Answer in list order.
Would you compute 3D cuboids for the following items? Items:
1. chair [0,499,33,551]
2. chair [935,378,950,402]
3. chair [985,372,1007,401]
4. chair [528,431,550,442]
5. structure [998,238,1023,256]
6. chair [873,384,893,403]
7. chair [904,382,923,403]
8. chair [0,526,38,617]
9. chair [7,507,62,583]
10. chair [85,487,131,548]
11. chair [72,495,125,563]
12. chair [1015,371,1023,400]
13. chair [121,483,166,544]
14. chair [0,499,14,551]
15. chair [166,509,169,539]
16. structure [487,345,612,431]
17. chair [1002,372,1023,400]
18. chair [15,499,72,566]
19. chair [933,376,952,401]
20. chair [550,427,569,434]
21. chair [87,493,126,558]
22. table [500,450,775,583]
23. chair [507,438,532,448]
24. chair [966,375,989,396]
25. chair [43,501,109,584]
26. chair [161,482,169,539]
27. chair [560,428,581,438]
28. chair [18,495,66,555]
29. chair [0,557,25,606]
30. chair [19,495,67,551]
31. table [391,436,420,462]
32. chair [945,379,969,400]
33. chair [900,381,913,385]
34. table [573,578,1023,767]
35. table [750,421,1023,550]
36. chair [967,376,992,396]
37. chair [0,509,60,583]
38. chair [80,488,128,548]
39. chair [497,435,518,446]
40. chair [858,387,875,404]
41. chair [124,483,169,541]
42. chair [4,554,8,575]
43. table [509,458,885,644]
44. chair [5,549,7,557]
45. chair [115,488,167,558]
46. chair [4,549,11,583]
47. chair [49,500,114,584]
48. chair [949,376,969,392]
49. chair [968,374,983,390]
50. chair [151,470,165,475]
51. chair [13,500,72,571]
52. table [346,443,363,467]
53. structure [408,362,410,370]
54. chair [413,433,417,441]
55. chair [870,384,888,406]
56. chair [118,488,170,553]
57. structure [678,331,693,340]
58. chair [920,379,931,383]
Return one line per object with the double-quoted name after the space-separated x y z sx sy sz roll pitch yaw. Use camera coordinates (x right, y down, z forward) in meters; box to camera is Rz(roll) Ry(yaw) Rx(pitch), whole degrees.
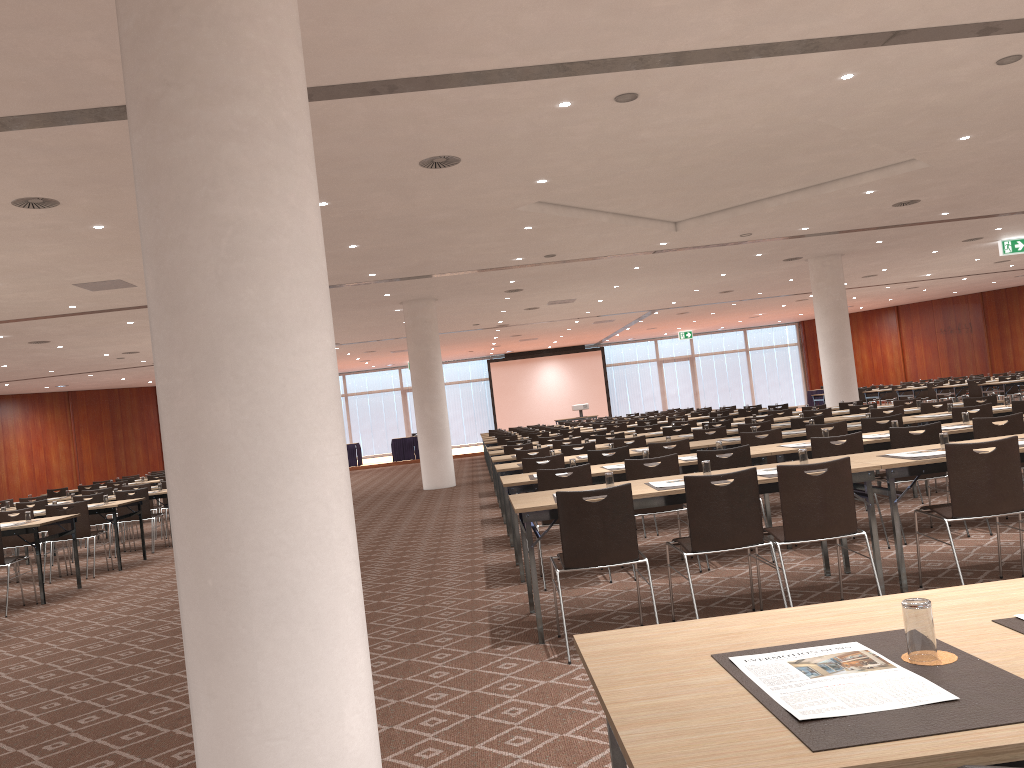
-8.460 2.399 14.816 0.535 0.939 0.614 -6 -1 -3 "chair"
13.189 0.313 27.357 0.535 0.939 0.614 -6 -1 -4 "chair"
13.934 0.164 25.391 0.535 0.939 0.614 -6 -1 -5 "chair"
0.607 1.485 18.793 0.535 0.939 0.614 -7 -1 -2 "chair"
11.255 -3.086 19.933 0.587 0.346 0.105 -6 -1 -3 "structure"
11.506 0.506 27.336 0.535 0.939 0.614 -7 -1 -1 "chair"
12.232 0.419 27.230 0.535 0.939 0.614 -6 -1 -4 "chair"
-5.219 1.836 8.892 0.535 0.939 0.614 -7 -1 -2 "chair"
-5.966 1.985 10.858 0.535 0.939 0.614 -6 -1 -5 "chair"
-6.840 2.217 14.936 0.535 0.939 0.614 -6 -1 -4 "chair"
-6.085 2.067 12.970 0.535 0.939 0.614 -6 -1 -6 "chair"
14.556 0.091 25.339 0.535 0.939 0.614 -7 -1 -1 "chair"
-6.241 2.147 14.922 0.535 0.939 0.614 -6 -1 -5 "chair"
-8.427 2.395 14.817 0.535 0.939 0.614 -6 -1 -3 "chair"
-5.489 2.060 14.883 0.535 0.939 0.614 -6 -1 -4 "chair"
1.634 0.220 38.830 5.158 3.525 0.395 -6 -1 -3 "structure"
13.311 0.171 23.359 0.535 0.939 0.614 -7 -1 -1 "chair"
-6.811 2.145 12.819 0.535 0.939 0.614 -6 -1 -3 "chair"
14.303 0.249 29.330 0.535 0.939 0.614 -6 -1 -3 "chair"
1.156 1.487 20.821 0.535 0.939 0.614 -7 -1 -2 "chair"
-6.080 2.066 12.970 0.535 0.939 0.614 -6 -1 -3 "chair"
1.080 1.132 7.862 2.267 0.833 0.953 -6 -2 -3 "table"
0.167 1.420 15.227 0.535 0.939 0.614 -6 -1 -3 "chair"
13.279 0.240 25.419 0.535 0.939 0.614 -7 -1 -1 "chair"
-5.444 1.930 10.999 0.535 0.939 0.614 -7 -1 -1 "chair"
-5.568 2.069 14.880 0.535 0.939 0.614 -6 -1 -5 "chair"
1.258 1.408 18.747 0.535 0.939 0.614 -7 -1 -2 "chair"
-7.857 2.328 14.771 0.535 0.939 0.614 -6 -1 -6 "chair"
-5.345 1.850 8.886 0.535 0.939 0.614 -6 -1 -4 "chair"
-7.858 2.329 14.771 0.535 0.939 0.614 -6 -1 -3 "chair"
-3.533 2.328 32.387 1.712 0.832 1.042 -6 -2 -3 "table"
11.645 0.360 23.280 0.535 0.939 0.614 -6 -1 -5 "chair"
12.986 0.398 29.267 0.535 0.939 0.614 -6 -1 -5 "chair"
1.349 0.907 1.827 2.267 0.833 0.953 -6 -2 -3 "table"
3.333 0.877 7.969 2.267 0.833 0.953 -6 -2 -3 "table"
12.285 0.284 23.229 0.535 0.939 0.614 -6 -1 -5 "chair"
-5.973 1.986 10.857 0.535 0.939 0.614 -6 -1 -6 "chair"
-6.906 2.224 14.933 0.535 0.939 0.614 -7 -1 0 "chair"
-0.053 1.558 18.719 0.535 0.939 0.614 -7 -1 -1 "chair"
10.831 0.581 27.244 0.535 0.939 0.614 -7 -1 0 "chair"
-6.191 2.142 14.924 0.535 0.939 0.614 -7 -1 -2 "chair"
-6.636 2.064 10.900 0.535 0.939 0.614 -6 -1 -5 "chair"
1.169 1.058 5.865 2.267 0.833 0.953 -6 -2 -3 "table"
-7.789 2.260 12.889 0.535 0.939 0.614 -6 -1 -3 "chair"
-5.466 1.995 12.957 0.535 0.939 0.614 -6 -1 -4 "chair"
-6.637 2.064 10.900 0.535 0.939 0.614 -6 -1 -3 "chair"
-5.376 1.922 11.002 0.535 0.939 0.614 -6 -1 -3 "chair"
13.761 0.246 27.303 0.535 0.939 0.614 -6 -1 -3 "chair"
14.358 0.183 27.472 0.535 0.939 0.614 -7 -1 -1 "chair"
-9.573 2.833 24.329 0.535 0.939 0.614 -6 -1 -5 "chair"
-6.820 2.146 12.818 0.535 0.939 0.614 -7 -1 -1 "chair"
-6.355 2.648 32.252 1.712 0.832 1.042 -6 -2 -3 "table"
-4.054 -0.772 37.155 0.587 0.346 0.105 -6 -1 -3 "structure"
-3.487 2.283 32.995 0.535 0.939 0.614 -7 -1 0 "chair"
12.070 0.506 29.364 0.535 0.939 0.614 -7 -1 -1 "chair"
-5.422 1.990 12.959 0.535 0.939 0.614 -7 -1 0 "chair"
7.376 -2.069 37.700 0.587 0.346 0.105 -6 -1 -3 "structure"
13.696 0.320 29.382 0.535 0.939 0.614 -6 -1 -5 "chair"
